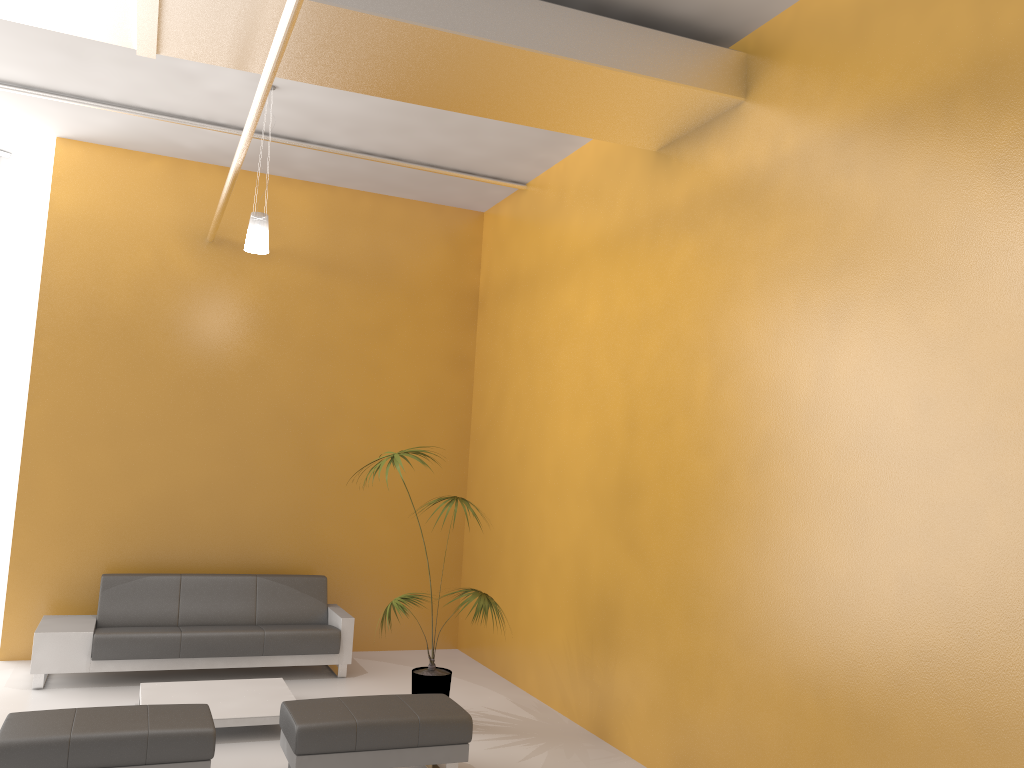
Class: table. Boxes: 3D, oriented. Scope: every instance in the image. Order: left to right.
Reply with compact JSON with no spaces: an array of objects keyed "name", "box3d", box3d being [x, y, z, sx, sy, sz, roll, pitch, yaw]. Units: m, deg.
[{"name":"table","box3d":[-2.016,2.232,6.090,1.000,0.150,1.000,6,-6,-23]}]

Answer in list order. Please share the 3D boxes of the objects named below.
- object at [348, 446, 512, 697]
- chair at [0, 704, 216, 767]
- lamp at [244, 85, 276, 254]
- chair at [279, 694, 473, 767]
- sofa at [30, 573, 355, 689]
[{"name":"object","box3d":[-0.612,1.422,6.266,1.222,1.956,0.912,2,-6,18]},{"name":"chair","box3d":[-2.101,1.948,4.608,1.012,0.423,0.575,6,-6,-23]},{"name":"lamp","box3d":[-1.796,-1.560,6.414,0.174,1.227,0.174,1,-6,18]},{"name":"chair","box3d":[-0.799,2.073,5.129,1.012,0.423,0.575,6,-6,-23]},{"name":"sofa","box3d":[-2.586,2.015,7.371,2.400,0.761,0.860,6,-6,-23]}]
